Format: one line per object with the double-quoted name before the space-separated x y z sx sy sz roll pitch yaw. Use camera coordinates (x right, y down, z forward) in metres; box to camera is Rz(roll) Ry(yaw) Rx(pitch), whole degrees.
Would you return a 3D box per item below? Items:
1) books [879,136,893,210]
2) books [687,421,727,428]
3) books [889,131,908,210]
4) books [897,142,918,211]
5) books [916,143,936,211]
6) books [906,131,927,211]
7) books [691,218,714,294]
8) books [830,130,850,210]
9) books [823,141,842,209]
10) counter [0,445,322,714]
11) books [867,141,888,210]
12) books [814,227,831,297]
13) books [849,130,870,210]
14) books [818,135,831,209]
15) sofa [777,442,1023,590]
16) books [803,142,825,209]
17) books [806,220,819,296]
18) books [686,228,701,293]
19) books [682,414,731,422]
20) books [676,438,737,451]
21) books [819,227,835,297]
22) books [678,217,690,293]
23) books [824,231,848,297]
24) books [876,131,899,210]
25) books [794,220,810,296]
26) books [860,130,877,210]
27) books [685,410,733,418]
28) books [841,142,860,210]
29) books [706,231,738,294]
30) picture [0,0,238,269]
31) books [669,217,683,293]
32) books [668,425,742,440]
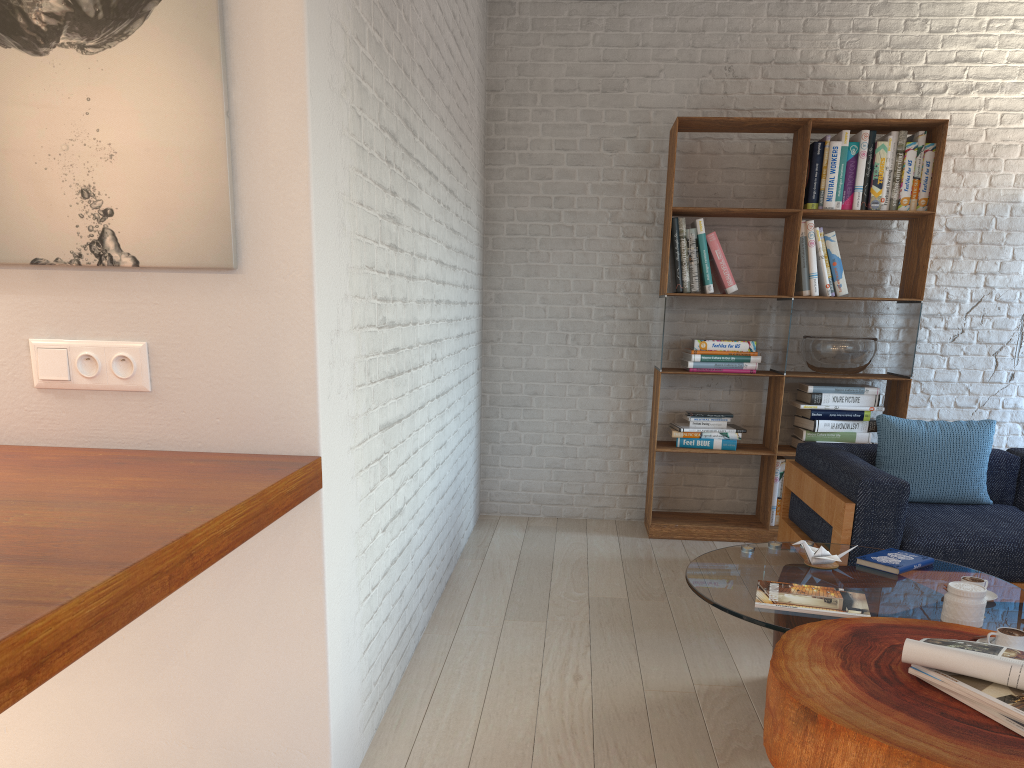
"books" 1.901 -1.074 4.537 0.021 0.372 0.262 2 12 4
"books" 1.105 0.220 4.947 0.206 0.035 0.128 2 6 4
"books" 1.967 -1.086 4.529 0.036 0.397 0.235 2 12 4
"books" 2.012 -1.056 4.528 0.055 0.341 0.245 2 11 4
"books" 2.110 -1.055 4.543 0.055 0.341 0.245 2 11 4
"books" 2.061 -1.083 4.523 0.036 0.397 0.235 2 12 4
"books" 1.024 -0.682 4.700 0.121 0.395 0.235 2 12 4
"books" 1.685 -1.094 4.543 0.036 0.397 0.235 2 12 4
"books" 1.638 -1.067 4.550 0.055 0.341 0.245 2 11 4
"counter" -1.368 0.706 0.920 1.685 0.952 2.417 2 6 4
"books" 1.861 -1.060 4.529 0.055 0.341 0.245 2 11 4
"books" 1.630 -0.646 4.668 0.124 0.361 0.262 2 11 4
"books" 1.779 -1.090 4.532 0.036 0.397 0.235 2 12 4
"books" 1.600 -1.084 4.565 0.021 0.372 0.262 2 12 4
"sofa" 2.271 0.784 2.499 2.078 0.683 3.824 2 5 4
"books" 1.562 -1.071 4.573 0.055 0.341 0.245 2 11 4
"books" 1.577 -0.663 4.658 0.103 0.397 0.235 2 12 4
"books" 0.970 -0.662 4.740 0.102 0.346 0.245 2 12 4
"books" 1.100 0.193 4.947 0.236 0.019 0.165 1 5 -3
"books" 1.107 0.322 4.951 0.325 0.057 0.247 3 6 14
"books" 1.653 -0.646 4.676 0.124 0.361 0.262 2 11 4
"books" 0.918 -0.688 4.718 0.091 0.398 0.235 2 12 4
"books" 1.699 -0.634 4.661 0.158 0.341 0.245 2 11 4
"books" 1.931 -1.088 4.544 0.036 0.397 0.235 2 12 4
"books" 1.541 -0.667 4.683 0.101 0.397 0.235 2 12 4
"books" 1.816 -1.090 4.539 0.036 0.397 0.235 2 12 4
"books" 1.108 0.168 4.920 0.252 0.018 0.157 2 5 4
"books" 1.732 -1.066 4.562 0.055 0.341 0.245 2 11 4
"books" 1.117 -0.650 4.724 0.195 0.330 0.245 2 11 4
"picture" -0.895 -0.761 1.722 0.655 1.053 0.019 2 15 4
"books" 0.881 -0.688 4.713 0.091 0.398 0.235 2 12 4
"books" 1.088 0.275 4.949 0.379 0.038 0.236 2 5 4
